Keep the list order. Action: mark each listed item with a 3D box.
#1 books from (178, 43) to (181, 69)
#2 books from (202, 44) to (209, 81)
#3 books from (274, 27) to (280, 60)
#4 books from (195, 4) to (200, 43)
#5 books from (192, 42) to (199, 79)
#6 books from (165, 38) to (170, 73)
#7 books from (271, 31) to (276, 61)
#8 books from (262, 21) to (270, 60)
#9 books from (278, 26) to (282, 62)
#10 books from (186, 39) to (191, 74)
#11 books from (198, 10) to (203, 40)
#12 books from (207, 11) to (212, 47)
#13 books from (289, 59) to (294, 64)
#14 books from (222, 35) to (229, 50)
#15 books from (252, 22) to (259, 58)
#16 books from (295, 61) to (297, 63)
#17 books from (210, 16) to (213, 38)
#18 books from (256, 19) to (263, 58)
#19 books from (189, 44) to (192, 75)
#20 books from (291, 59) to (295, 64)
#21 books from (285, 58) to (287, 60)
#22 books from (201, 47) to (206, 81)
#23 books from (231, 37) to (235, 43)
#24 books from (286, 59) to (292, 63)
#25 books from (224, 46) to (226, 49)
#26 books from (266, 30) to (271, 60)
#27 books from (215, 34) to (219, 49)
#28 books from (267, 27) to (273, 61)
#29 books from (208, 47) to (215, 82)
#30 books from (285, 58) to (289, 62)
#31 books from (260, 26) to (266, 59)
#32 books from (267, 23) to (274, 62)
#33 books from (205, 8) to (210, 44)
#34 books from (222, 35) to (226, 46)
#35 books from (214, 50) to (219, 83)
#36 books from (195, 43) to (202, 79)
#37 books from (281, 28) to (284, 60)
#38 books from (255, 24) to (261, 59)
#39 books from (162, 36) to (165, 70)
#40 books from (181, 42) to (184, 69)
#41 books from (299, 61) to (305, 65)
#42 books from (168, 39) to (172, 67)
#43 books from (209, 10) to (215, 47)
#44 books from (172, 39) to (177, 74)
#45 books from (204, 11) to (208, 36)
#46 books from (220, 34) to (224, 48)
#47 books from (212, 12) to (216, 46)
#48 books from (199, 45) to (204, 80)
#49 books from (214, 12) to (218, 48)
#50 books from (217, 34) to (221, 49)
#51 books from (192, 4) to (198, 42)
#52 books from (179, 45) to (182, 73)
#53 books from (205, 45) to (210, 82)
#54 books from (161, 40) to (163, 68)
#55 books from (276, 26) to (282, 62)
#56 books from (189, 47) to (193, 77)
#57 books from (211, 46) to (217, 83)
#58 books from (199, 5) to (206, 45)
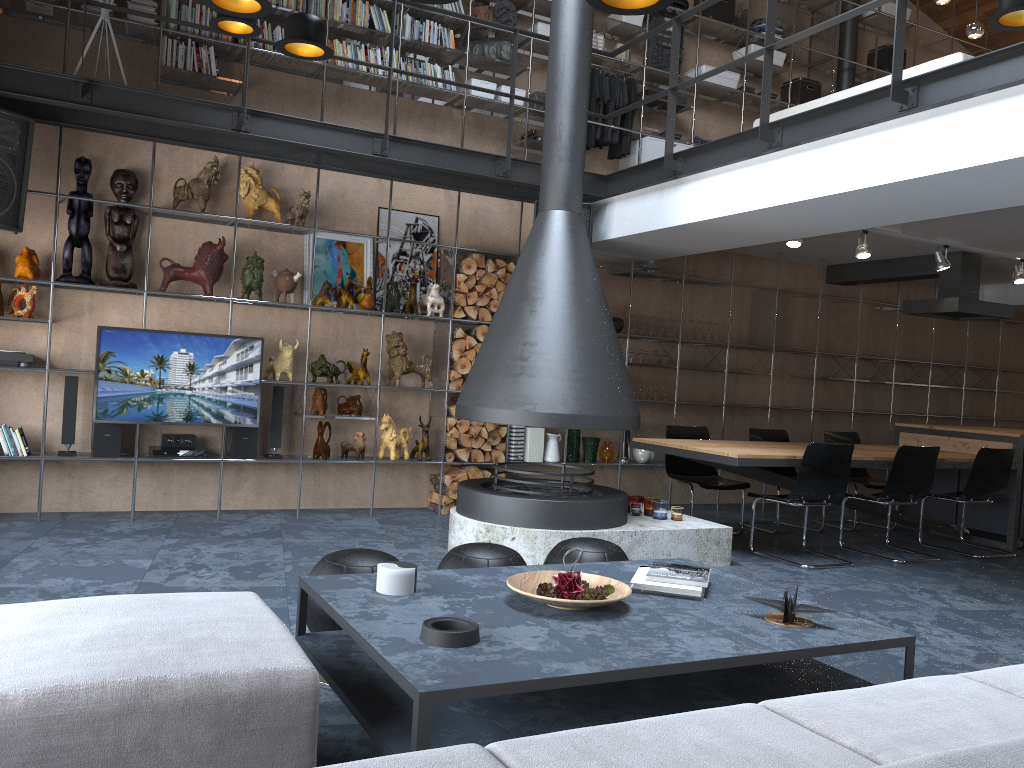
[{"bbox_3d":[-2.321,-2.259,6.171,0.012,0.183,0.117,3,0,-27],"label":"books"},{"bbox_3d":[-2.169,-2.264,6.258,0.051,0.218,0.133,3,0,-27],"label":"books"},{"bbox_3d":[-1.719,-2.481,6.476,0.046,0.200,0.127,3,0,-27],"label":"books"},{"bbox_3d":[-2.217,-2.527,6.236,0.013,0.234,0.148,3,0,-27],"label":"books"},{"bbox_3d":[-2.230,-2.274,6.228,0.054,0.220,0.118,3,0,-27],"label":"books"},{"bbox_3d":[-2.384,-2.271,6.135,0.011,0.201,0.127,3,0,-27],"label":"books"},{"bbox_3d":[-1.759,-2.473,6.497,0.042,0.180,0.131,3,0,-27],"label":"books"},{"bbox_3d":[-1.797,-2.501,6.461,0.053,0.233,0.148,3,0,-27],"label":"books"},{"bbox_3d":[-1.709,-2.490,6.501,0.047,0.218,0.171,3,0,-27],"label":"books"},{"bbox_3d":[-2.265,-2.279,6.197,0.017,0.230,0.122,3,0,-27],"label":"books"},{"bbox_3d":[-2.203,-2.508,6.241,0.019,0.199,0.143,3,0,-27],"label":"books"},{"bbox_3d":[-2.153,-2.513,6.287,0.014,0.213,0.136,3,0,-27],"label":"books"},{"bbox_3d":[-1.636,-2.487,6.530,0.055,0.222,0.161,3,0,-27],"label":"books"},{"bbox_3d":[-2.039,-2.501,6.324,0.021,0.203,0.129,3,0,-27],"label":"books"},{"bbox_3d":[-1.875,-2.507,6.440,0.062,0.236,0.143,3,0,-27],"label":"books"},{"bbox_3d":[-1.596,-2.473,6.527,0.043,0.197,0.111,3,0,-27],"label":"books"},{"bbox_3d":[-2.137,-2.493,6.277,0.009,0.176,0.128,3,0,-27],"label":"books"},{"bbox_3d":[-1.840,-2.504,6.438,0.053,0.233,0.148,3,0,-27],"label":"books"},{"bbox_3d":[-2.251,-2.263,6.197,0.008,0.198,0.111,3,0,-27],"label":"books"},{"bbox_3d":[-1.613,-2.466,6.521,0.044,0.182,0.117,3,0,-27],"label":"books"},{"bbox_3d":[-1.672,-2.478,6.496,0.046,0.200,0.127,3,0,-27],"label":"books"},{"bbox_3d":[-2.182,-2.255,6.255,0.047,0.197,0.126,3,0,-27],"label":"books"},{"bbox_3d":[-1.992,-2.505,6.316,0.014,0.215,0.137,3,0,-27],"label":"books"},{"bbox_3d":[-1.647,-2.479,6.513,0.055,0.206,0.125,3,0,-27],"label":"books"},{"bbox_3d":[-2.039,-2.501,6.324,0.019,0.199,0.127,3,0,-27],"label":"books"},{"bbox_3d":[-1.792,-2.475,6.482,0.042,0.180,0.131,3,0,-27],"label":"books"},{"bbox_3d":[-2.100,-2.506,6.312,0.010,0.206,0.130,3,0,-27],"label":"books"},{"bbox_3d":[-1.786,-2.487,6.493,0.049,0.205,0.149,3,0,-27],"label":"books"},{"bbox_3d":[-2.132,-2.259,6.278,0.051,0.205,0.131,3,0,-27],"label":"books"},{"bbox_3d":[-1.656,-2.464,6.498,0.042,0.166,0.115,3,0,-27],"label":"books"},{"bbox_3d":[-1.829,-2.486,6.463,0.057,0.201,0.139,3,0,-27],"label":"books"},{"bbox_3d":[-1.780,-2.500,6.504,0.053,0.233,0.148,3,0,-27],"label":"books"},{"bbox_3d":[-2.160,-2.524,6.271,0.013,0.234,0.148,3,0,-27],"label":"books"},{"bbox_3d":[-2.054,-2.491,6.314,0.014,0.181,0.131,3,0,-27],"label":"books"},{"bbox_3d":[-2.105,-2.251,6.289,0.049,0.191,0.138,3,0,-27],"label":"books"},{"bbox_3d":[-2.216,-2.270,6.244,0.055,0.215,0.155,3,0,-27],"label":"books"},{"bbox_3d":[-1.678,-2.478,6.485,0.046,0.200,0.127,3,0,-27],"label":"books"},{"bbox_3d":[-1.858,-2.491,6.449,0.049,0.205,0.149,3,0,-27],"label":"books"},{"bbox_3d":[-2.422,-2.283,6.147,0.010,0.219,0.164,3,0,-27],"label":"books"},{"bbox_3d":[-2.302,-2.266,6.178,0.008,0.198,0.111,3,0,-27],"label":"books"},{"bbox_3d":[-1.561,-2.486,6.545,0.057,0.230,0.122,3,0,-27],"label":"books"},{"bbox_3d":[-2.378,-2.271,6.147,0.011,0.201,0.127,3,0,-27],"label":"books"},{"bbox_3d":[-2.128,-2.520,6.286,0.010,0.231,0.129,3,0,-27],"label":"books"},{"bbox_3d":[-2.353,-2.272,6.164,0.019,0.206,0.125,3,0,-27],"label":"books"},{"bbox_3d":[-2.175,-2.510,6.269,0.014,0.206,0.148,3,0,-27],"label":"books"},{"bbox_3d":[-2.059,-2.516,6.301,0.010,0.231,0.129,3,0,-27],"label":"books"},{"bbox_3d":[-2.112,-2.506,6.276,0.010,0.208,0.130,3,0,-27],"label":"books"},{"bbox_3d":[-2.196,-2.262,6.246,0.054,0.203,0.123,3,0,-27],"label":"books"},{"bbox_3d":[-2.104,-2.506,6.289,0.018,0.206,0.148,3,0,-27],"label":"books"},{"bbox_3d":[-2.082,-2.509,6.310,0.016,0.216,0.115,3,0,-27],"label":"books"},{"bbox_3d":[-2.226,-2.527,6.226,0.013,0.234,0.148,3,0,-27],"label":"books"},{"bbox_3d":[-2.309,-2.255,6.170,0.009,0.177,0.112,3,0,-27],"label":"books"},{"bbox_3d":[-2.163,-2.264,6.275,0.049,0.216,0.137,3,0,-27],"label":"books"},{"bbox_3d":[-2.426,-2.274,6.126,0.011,0.201,0.127,3,0,-27],"label":"books"},{"bbox_3d":[-1.717,-2.490,6.496,0.048,0.217,0.164,3,0,-27],"label":"books"},{"bbox_3d":[-2.245,-2.251,6.203,0.009,0.177,0.112,3,0,-27],"label":"books"},{"bbox_3d":[-2.119,-2.263,6.283,0.049,0.216,0.137,3,0,-27],"label":"books"},{"bbox_3d":[-2.189,-2.528,6.260,0.023,0.240,0.146,3,0,-27],"label":"books"}]
